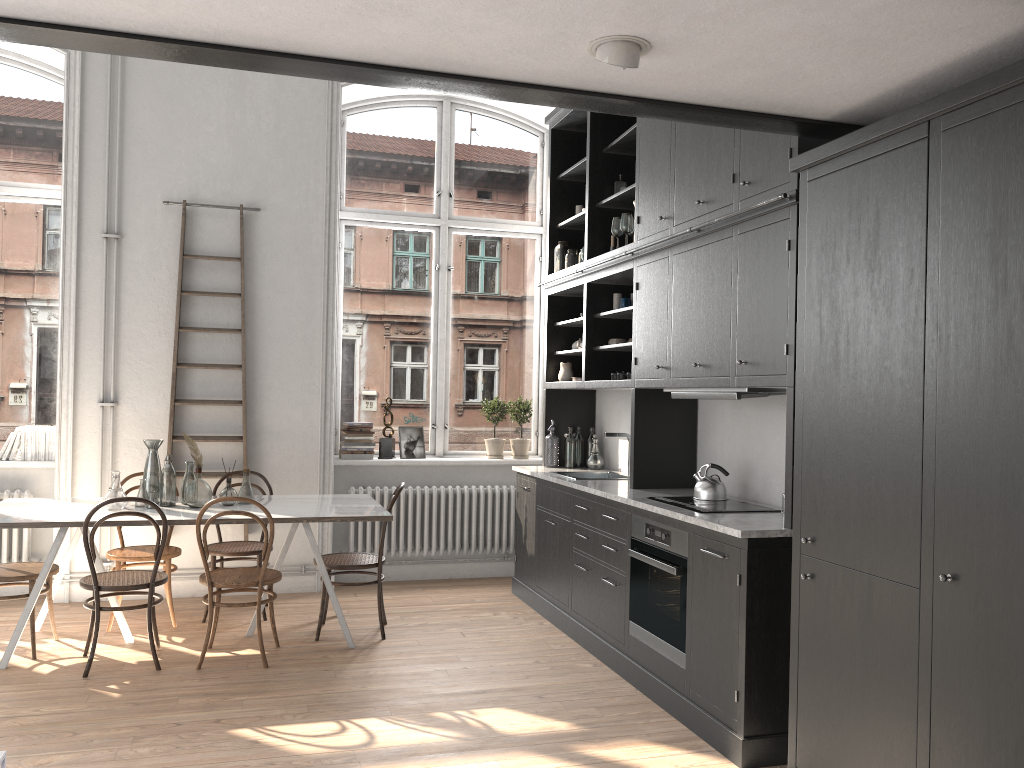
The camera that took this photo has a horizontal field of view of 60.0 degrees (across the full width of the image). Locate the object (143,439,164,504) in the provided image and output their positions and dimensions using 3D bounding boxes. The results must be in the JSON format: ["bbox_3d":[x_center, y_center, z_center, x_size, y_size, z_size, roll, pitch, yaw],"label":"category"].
[{"bbox_3d":[-2.150,0.525,5.305,0.116,0.383,0.116,1,0,-5],"label":"object"}]

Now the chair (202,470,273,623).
[{"bbox_3d":[-1.798,1.053,5.859,0.438,0.920,0.549,1,0,-10],"label":"chair"}]

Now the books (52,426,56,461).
[{"bbox_3d":[-3.266,0.423,6.361,0.024,0.243,0.175,1,0,-16],"label":"books"}]

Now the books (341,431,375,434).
[{"bbox_3d":[-1.210,0.378,6.957,0.244,0.019,0.174,1,-1,-16],"label":"books"}]

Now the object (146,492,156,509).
[{"bbox_3d":[-2.075,0.669,5.111,0.058,0.094,0.058,1,0,12],"label":"object"}]

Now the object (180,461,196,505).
[{"bbox_3d":[-1.937,0.594,5.327,0.098,0.255,0.100,1,0,-40],"label":"object"}]

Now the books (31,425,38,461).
[{"bbox_3d":[-3.393,0.420,6.321,0.019,0.243,0.174,1,0,-16],"label":"books"}]

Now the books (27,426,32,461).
[{"bbox_3d":[-3.411,0.420,6.306,0.024,0.243,0.175,1,0,-16],"label":"books"}]

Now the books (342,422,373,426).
[{"bbox_3d":[-1.212,0.313,6.966,0.201,0.024,0.159,2,-1,-26],"label":"books"}]

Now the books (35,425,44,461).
[{"bbox_3d":[-3.379,0.421,6.343,0.019,0.243,0.174,1,0,-16],"label":"books"}]

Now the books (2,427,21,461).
[{"bbox_3d":[-3.530,0.420,6.280,0.100,0.235,0.174,1,0,-16],"label":"books"}]

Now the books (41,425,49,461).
[{"bbox_3d":[-3.333,0.421,6.339,0.019,0.243,0.174,1,0,-16],"label":"books"}]

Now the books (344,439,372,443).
[{"bbox_3d":[-1.207,0.444,6.957,0.205,0.022,0.155,1,-1,-2],"label":"books"}]

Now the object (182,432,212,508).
[{"bbox_3d":[-1.834,0.499,5.190,0.157,0.446,0.157,1,0,1],"label":"object"}]

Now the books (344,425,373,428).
[{"bbox_3d":[-1.205,0.335,6.958,0.205,0.020,0.155,1,-1,-16],"label":"books"}]

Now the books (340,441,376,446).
[{"bbox_3d":[-1.213,0.468,6.960,0.245,0.028,0.193,1,-1,-21],"label":"books"}]

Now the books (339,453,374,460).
[{"bbox_3d":[-1.221,0.564,6.942,0.248,0.043,0.192,1,-1,-16],"label":"books"}]

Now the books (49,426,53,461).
[{"bbox_3d":[-3.296,0.423,6.373,0.024,0.243,0.175,1,0,-16],"label":"books"}]

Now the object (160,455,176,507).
[{"bbox_3d":[-2.025,0.568,5.225,0.086,0.301,0.086,1,0,-31],"label":"object"}]

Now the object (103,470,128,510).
[{"bbox_3d":[-2.245,0.602,5.026,0.132,0.219,0.132,1,0,-27],"label":"object"}]

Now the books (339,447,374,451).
[{"bbox_3d":[-1.218,0.508,6.941,0.249,0.023,0.175,1,-1,-16],"label":"books"}]

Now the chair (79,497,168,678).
[{"bbox_3d":[-2.064,1.032,4.717,0.438,0.920,0.549,1,0,-21],"label":"chair"}]

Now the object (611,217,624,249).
[{"bbox_3d":[0.664,-0.931,5.563,0.083,0.221,0.083,1,0,15],"label":"object"}]

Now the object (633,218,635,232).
[{"bbox_3d":[0.791,-0.930,5.497,0.083,0.221,0.083,1,0,-18],"label":"object"}]

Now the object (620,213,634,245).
[{"bbox_3d":[0.704,-0.932,5.437,0.083,0.221,0.083,1,0,30],"label":"object"}]

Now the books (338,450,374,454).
[{"bbox_3d":[-1.218,0.531,6.941,0.249,0.023,0.175,1,-1,-21],"label":"books"}]

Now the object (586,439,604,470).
[{"bbox_3d":[0.605,0.508,6.430,0.132,0.219,0.120,1,0,-16],"label":"object"}]

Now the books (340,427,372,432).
[{"bbox_3d":[-1.218,0.356,6.954,0.231,0.023,0.162,1,-1,-1],"label":"books"}]

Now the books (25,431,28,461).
[{"bbox_3d":[-3.436,0.438,6.310,0.020,0.205,0.155,1,0,-16],"label":"books"}]

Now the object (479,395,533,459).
[{"bbox_3d":[-0.043,0.354,7.311,0.500,0.524,0.234,1,0,-27],"label":"object"}]

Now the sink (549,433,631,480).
[{"bbox_3d":[0.573,0.577,5.909,0.514,0.504,0.526,1,-1,-16],"label":"sink"}]

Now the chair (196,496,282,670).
[{"bbox_3d":[-1.493,1.045,4.849,0.438,0.920,0.549,1,0,-5],"label":"chair"}]

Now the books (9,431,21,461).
[{"bbox_3d":[-3.506,0.437,6.289,0.072,0.203,0.155,1,0,-16],"label":"books"}]

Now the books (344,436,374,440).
[{"bbox_3d":[-1.204,0.421,6.964,0.222,0.024,0.158,1,-1,-16],"label":"books"}]

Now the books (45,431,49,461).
[{"bbox_3d":[-3.312,0.441,6.346,0.020,0.205,0.155,1,0,-16],"label":"books"}]

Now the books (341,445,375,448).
[{"bbox_3d":[-1.212,0.490,6.959,0.255,0.014,0.192,1,-1,-13],"label":"books"}]

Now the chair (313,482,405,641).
[{"bbox_3d":[-0.943,1.065,5.454,0.549,0.920,0.438,1,0,-4],"label":"chair"}]

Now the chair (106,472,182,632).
[{"bbox_3d":[-2.325,1.039,5.620,0.438,0.920,0.549,1,0,-18],"label":"chair"}]

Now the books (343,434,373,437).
[{"bbox_3d":[-1.206,0.399,6.957,0.205,0.022,0.155,1,-1,-21],"label":"books"}]

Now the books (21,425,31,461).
[{"bbox_3d":[-3.466,0.419,6.322,0.024,0.243,0.175,1,0,-16],"label":"books"}]

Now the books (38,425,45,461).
[{"bbox_3d":[-3.360,0.421,6.354,0.024,0.243,0.175,1,0,-16],"label":"books"}]

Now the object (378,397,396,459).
[{"bbox_3d":[-0.987,0.348,7.028,0.122,0.488,0.102,1,0,8],"label":"object"}]

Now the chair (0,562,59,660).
[{"bbox_3d":[-2.816,1.019,4.921,0.549,0.920,0.438,1,0,-8],"label":"chair"}]

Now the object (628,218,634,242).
[{"bbox_3d":[0.768,-0.929,5.576,0.083,0.221,0.083,1,0,-24],"label":"object"}]

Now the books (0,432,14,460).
[{"bbox_3d":[-3.569,0.439,6.273,0.105,0.194,0.155,1,-1,-17],"label":"books"}]

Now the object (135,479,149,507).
[{"bbox_3d":[-2.159,0.637,5.184,0.083,0.158,0.083,1,0,-21],"label":"object"}]
